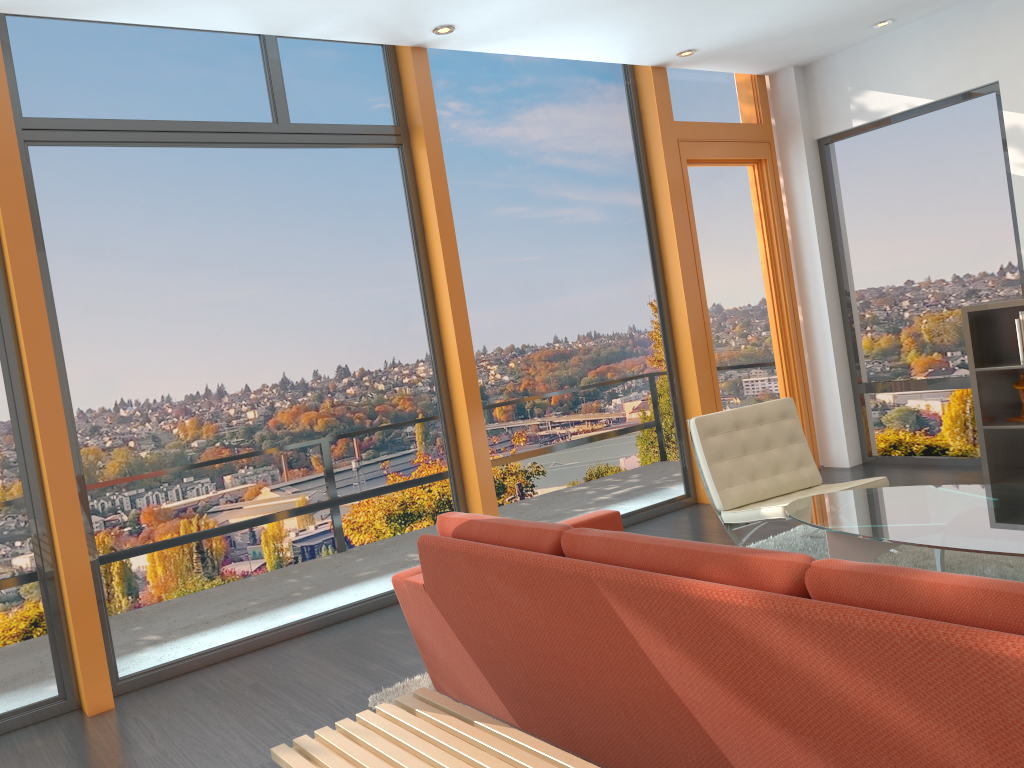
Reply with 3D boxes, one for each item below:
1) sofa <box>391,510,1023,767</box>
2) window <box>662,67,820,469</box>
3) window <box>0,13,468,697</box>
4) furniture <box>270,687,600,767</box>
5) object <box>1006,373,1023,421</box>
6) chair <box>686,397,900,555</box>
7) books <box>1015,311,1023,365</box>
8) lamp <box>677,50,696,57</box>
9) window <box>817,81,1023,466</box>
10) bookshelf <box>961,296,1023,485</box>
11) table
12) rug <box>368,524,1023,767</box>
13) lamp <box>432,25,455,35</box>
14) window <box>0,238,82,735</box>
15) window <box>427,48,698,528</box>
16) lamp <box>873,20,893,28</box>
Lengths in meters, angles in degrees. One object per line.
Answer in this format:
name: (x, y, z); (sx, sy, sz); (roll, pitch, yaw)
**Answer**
sofa: (0.742, 0.723, 2.309); (1.039, 0.852, 2.596); (-10, 3, -35)
window: (1.697, -0.886, 6.792); (1.157, 3.345, 0.211); (-10, 3, -35)
window: (-1.323, -0.330, 4.731); (2.106, 3.345, 0.070); (-10, 3, -35)
furniture: (0.137, 1.091, 1.774); (0.493, 0.357, 2.005); (-10, 3, -35)
object: (3.195, 0.076, 5.495); (0.201, 0.290, 0.245); (-9, 2, -15)
chair: (1.425, 0.521, 4.588); (0.700, 0.817, 0.707); (-10, 2, -25)
books: (3.312, -0.322, 5.141); (0.324, 0.339, 0.592); (-10, 3, -35)
lamp: (1.193, -2.264, 6.076); (0.129, 0.010, 0.129); (-8, 3, 10)
window: (2.963, -1.061, 6.428); (0.065, 3.339, 1.409); (-10, 3, -35)
bookshelf: (4.079, -0.036, 4.314); (0.570, 1.162, 3.386); (-10, 3, -35)
table: (1.905, 0.702, 3.220); (0.948, 0.464, 1.998); (-10, 3, -34)
rug: (1.704, 0.974, 2.930); (2.986, 0.043, 3.771); (-11, 3, -35)
lamp: (-0.379, -1.971, 4.942); (0.129, 0.010, 0.129); (-8, 3, 10)
window: (-3.429, 0.062, 3.213); (2.926, 3.345, 0.070); (-10, 3, -35)
window: (0.350, -0.641, 5.937); (1.845, 3.345, 0.070); (-10, 3, -35)
lamp: (2.548, -2.473, 6.095); (0.129, 0.010, 0.129); (-8, 3, 10)
